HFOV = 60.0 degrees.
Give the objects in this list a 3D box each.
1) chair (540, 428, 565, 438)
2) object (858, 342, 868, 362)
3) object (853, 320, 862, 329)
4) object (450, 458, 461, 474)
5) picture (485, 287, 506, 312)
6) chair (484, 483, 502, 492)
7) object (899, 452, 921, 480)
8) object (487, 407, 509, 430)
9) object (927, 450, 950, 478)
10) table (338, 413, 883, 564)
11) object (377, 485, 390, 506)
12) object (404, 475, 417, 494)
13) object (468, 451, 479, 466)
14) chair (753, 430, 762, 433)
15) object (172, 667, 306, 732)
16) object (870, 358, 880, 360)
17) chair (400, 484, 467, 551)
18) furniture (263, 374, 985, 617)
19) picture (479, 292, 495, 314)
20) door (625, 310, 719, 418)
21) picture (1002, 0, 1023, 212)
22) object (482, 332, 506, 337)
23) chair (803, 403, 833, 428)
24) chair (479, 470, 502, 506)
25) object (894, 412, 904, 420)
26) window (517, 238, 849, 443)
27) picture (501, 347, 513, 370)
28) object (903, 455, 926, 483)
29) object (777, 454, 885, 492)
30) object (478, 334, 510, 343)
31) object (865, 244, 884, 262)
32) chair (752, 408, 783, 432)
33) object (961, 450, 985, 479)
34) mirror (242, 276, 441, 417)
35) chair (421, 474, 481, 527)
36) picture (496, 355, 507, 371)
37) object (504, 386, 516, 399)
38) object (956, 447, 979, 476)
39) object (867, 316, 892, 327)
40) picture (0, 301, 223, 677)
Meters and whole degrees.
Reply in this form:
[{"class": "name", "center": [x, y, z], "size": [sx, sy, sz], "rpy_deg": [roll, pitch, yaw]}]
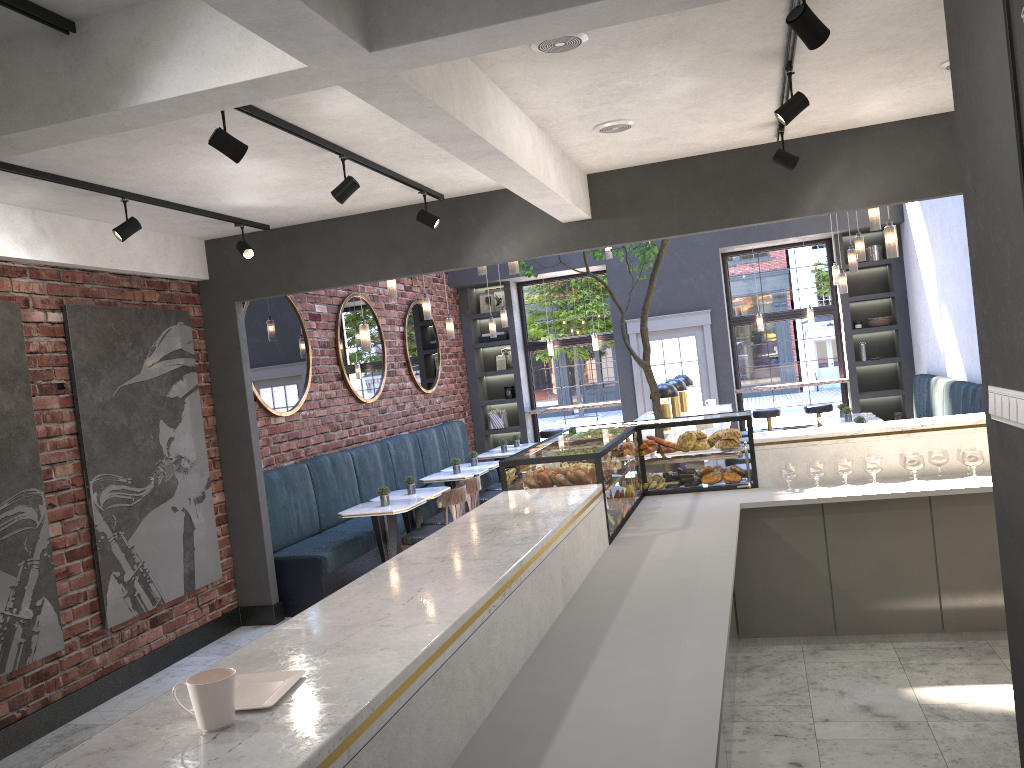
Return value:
[{"class": "chair", "center": [0.619, 1.059, 12.607], "size": [0.370, 0.821, 0.372], "rpy_deg": [-7, 2, -22]}, {"class": "object", "center": [4.602, -0.421, 11.630], "size": [0.098, 0.248, 0.098], "rpy_deg": [-8, 2, -35]}, {"class": "object", "center": [4.550, -0.782, 11.670], "size": [0.116, 0.119, 0.117], "rpy_deg": [-7, 1, -8]}, {"class": "object", "center": [-0.570, 0.833, 9.048], "size": [0.118, 0.165, 0.122], "rpy_deg": [-7, 1, -7]}, {"class": "picture", "center": [-0.204, -1.241, 13.138], "size": [0.361, 0.369, 0.055], "rpy_deg": [-6, 2, 16]}, {"class": "chair", "center": [-0.014, 1.167, 9.563], "size": [0.521, 0.851, 0.538], "rpy_deg": [-6, 1, 9]}, {"class": "object", "center": [2.292, 0.470, 5.102], "size": [0.114, 0.147, 0.114], "rpy_deg": [-6, 1, 20]}, {"class": "object", "center": [-0.212, 0.498, 13.046], "size": [0.250, 0.323, 0.241], "rpy_deg": [-6, 1, 16]}, {"class": "object", "center": [2.437, 0.454, 5.062], "size": [0.114, 0.147, 0.114], "rpy_deg": [-6, 1, 20]}, {"class": "table", "center": [1.450, 1.064, 8.810], "size": [4.600, 0.751, 4.828], "rpy_deg": [-6, 1, 16]}, {"class": "object", "center": [-1.051, 0.918, 7.295], "size": [0.118, 0.165, 0.122], "rpy_deg": [-7, 1, -7]}, {"class": "object", "center": [-0.897, 0.891, 7.855], "size": [0.118, 0.165, 0.122], "rpy_deg": [-7, 1, -7]}, {"class": "object", "center": [-0.416, 0.805, 9.609], "size": [0.118, 0.165, 0.122], "rpy_deg": [-7, 1, -7]}, {"class": "chair", "center": [2.698, 0.905, 10.080], "size": [0.371, 0.737, 0.371], "rpy_deg": [-5, 2, 41]}, {"class": "object", "center": [-0.545, 0.589, 1.759], "size": [0.176, 0.097, 0.301], "rpy_deg": [-6, 1, 7]}, {"class": "object", "center": [4.737, -0.324, 11.570], "size": [0.130, 0.026, 0.130], "rpy_deg": [-7, 1, -1]}, {"class": "chair", "center": [-0.590, 1.274, 7.224], "size": [0.521, 0.851, 0.538], "rpy_deg": [-6, 1, 17]}, {"class": "furniture", "center": [1.440, 0.863, 8.847], "size": [6.023, 1.151, 5.338], "rpy_deg": [-6, 1, 16]}, {"class": "picture", "center": [-0.368, -1.197, 13.150], "size": [0.230, 0.313, 0.061], "rpy_deg": [-6, 2, 16]}, {"class": "door", "center": [2.200, 0.186, 11.830], "size": [1.132, 2.219, 0.152], "rpy_deg": [-6, 2, 16]}, {"class": "picture", "center": [0.815, -0.325, 1.114], "size": [0.014, 1.754, 1.147], "rpy_deg": [-6, 1, 16]}, {"class": "object", "center": [-0.263, -0.724, 12.994], "size": [0.327, 0.039, 0.227], "rpy_deg": [-6, 1, 6]}, {"class": "chair", "center": [4.049, 0.680, 11.622], "size": [0.371, 0.821, 0.370], "rpy_deg": [-7, 2, -22]}, {"class": "chair", "center": [-0.120, 1.190, 8.938], "size": [0.521, 0.851, 0.538], "rpy_deg": [-6, 1, 17]}, {"class": "object", "center": [5.040, 0.592, 11.530], "size": [0.121, 0.438, 0.193], "rpy_deg": [-5, 2, 37]}, {"class": "window", "center": [0.539, -1.567, 6.602], "size": [6.407, 5.366, 12.703], "rpy_deg": [-6, 1, 16]}, {"class": "picture", "center": [-0.036, -0.380, 13.153], "size": [0.247, 0.326, 0.044], "rpy_deg": [-6, 2, 16]}, {"class": "object", "center": [2.257, 0.476, 4.976], "size": [0.114, 0.147, 0.114], "rpy_deg": [-6, 1, 20]}, {"class": "object", "center": [1.858, 0.519, 5.186], "size": [0.575, 0.148, 0.255], "rpy_deg": [-6, 1, 16]}, {"class": "object", "center": [-0.254, -0.663, 12.983], "size": [0.412, 0.084, 0.286], "rpy_deg": [-6, 1, 16]}, {"class": "object", "center": [4.742, -1.707, 11.603], "size": [0.214, 0.215, 0.213], "rpy_deg": [-6, 1, 25]}, {"class": "chair", "center": [3.436, 0.747, 11.818], "size": [0.370, 0.821, 0.372], "rpy_deg": [-7, 2, -22]}, {"class": "object", "center": [2.547, 0.444, 4.895], "size": [0.114, 0.147, 0.114], "rpy_deg": [-6, 1, 20]}, {"class": "mirror", "center": [-1.619, -0.546, 9.554], "size": [0.036, 1.510, 4.771], "rpy_deg": [-6, 1, 16]}, {"class": "chair", "center": [-0.495, 1.254, 7.797], "size": [0.521, 0.851, 0.538], "rpy_deg": [-6, 1, 17]}, {"class": "picture", "center": [-0.161, -0.315, 13.164], "size": [0.161, 0.227, 0.049], "rpy_deg": [-6, 2, 16]}, {"class": "object", "center": [-0.032, 0.122, 12.960], "size": [0.152, 0.181, 0.152], "rpy_deg": [-8, 2, -36]}, {"class": "object", "center": [2.581, 0.438, 5.021], "size": [0.114, 0.147, 0.114], "rpy_deg": [-6, 1, 20]}, {"class": "object", "center": [4.821, -0.814, 11.619], "size": [0.305, 0.124, 0.304], "rpy_deg": [-6, 1, 36]}, {"class": "picture", "center": [-2.686, 0.525, 5.309], "size": [0.033, 2.028, 2.820], "rpy_deg": [-6, 1, 16]}]
